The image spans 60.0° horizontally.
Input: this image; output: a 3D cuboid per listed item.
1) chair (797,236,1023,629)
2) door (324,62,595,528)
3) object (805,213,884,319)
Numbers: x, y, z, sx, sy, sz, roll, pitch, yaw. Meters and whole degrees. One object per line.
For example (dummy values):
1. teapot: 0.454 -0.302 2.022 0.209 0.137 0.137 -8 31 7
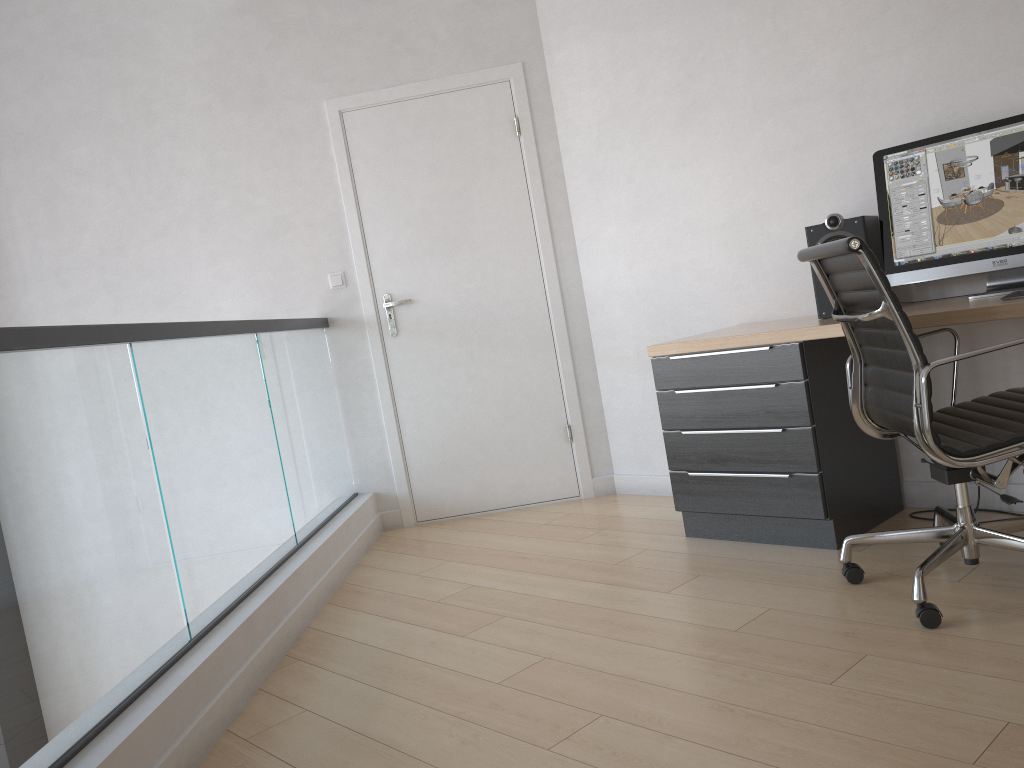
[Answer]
1. chair: 1.216 0.057 2.430 0.699 0.991 0.664 -9 4 9
2. door: -0.249 -0.408 4.349 0.974 2.136 0.085 -10 4 4
3. object: 1.189 -0.427 3.143 0.198 0.354 0.249 -7 5 34
